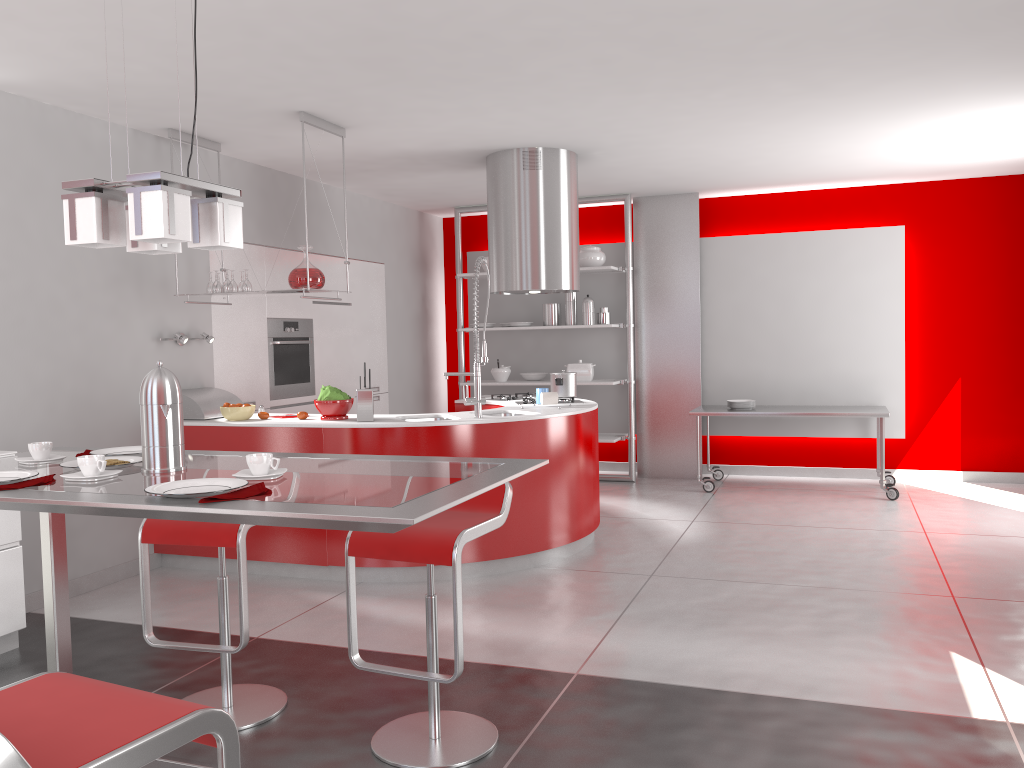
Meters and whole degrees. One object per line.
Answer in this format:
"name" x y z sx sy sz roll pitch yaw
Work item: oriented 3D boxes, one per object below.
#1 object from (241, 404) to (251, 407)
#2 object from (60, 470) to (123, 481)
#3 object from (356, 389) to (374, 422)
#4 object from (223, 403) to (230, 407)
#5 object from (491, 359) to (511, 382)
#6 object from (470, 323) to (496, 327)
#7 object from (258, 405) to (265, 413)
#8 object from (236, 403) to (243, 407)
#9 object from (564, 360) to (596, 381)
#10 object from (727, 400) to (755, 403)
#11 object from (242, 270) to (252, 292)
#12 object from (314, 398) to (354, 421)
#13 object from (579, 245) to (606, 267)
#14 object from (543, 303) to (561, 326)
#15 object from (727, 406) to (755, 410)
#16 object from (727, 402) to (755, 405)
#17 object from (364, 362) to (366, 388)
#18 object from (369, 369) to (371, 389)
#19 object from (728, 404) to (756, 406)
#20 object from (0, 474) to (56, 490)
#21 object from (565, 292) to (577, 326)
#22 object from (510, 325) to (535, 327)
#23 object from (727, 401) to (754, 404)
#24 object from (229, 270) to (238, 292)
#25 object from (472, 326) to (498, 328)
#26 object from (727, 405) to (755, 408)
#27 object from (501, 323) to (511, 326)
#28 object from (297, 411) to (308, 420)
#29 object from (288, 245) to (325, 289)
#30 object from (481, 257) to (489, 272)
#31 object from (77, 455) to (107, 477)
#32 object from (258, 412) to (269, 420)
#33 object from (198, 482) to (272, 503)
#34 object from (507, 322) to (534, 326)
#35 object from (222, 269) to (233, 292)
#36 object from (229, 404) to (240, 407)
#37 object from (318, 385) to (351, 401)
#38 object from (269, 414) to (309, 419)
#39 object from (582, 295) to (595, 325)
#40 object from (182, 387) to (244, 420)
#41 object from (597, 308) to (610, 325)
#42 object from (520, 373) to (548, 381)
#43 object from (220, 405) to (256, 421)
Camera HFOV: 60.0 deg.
"object" -1.577 0.141 5.261 0.066 0.049 0.062 0 3 28
"object" -1.040 0.227 2.195 0.119 0.016 0.119 0 3 18
"object" -0.828 0.117 4.999 0.091 0.178 0.137 -2 3 -7
"object" -1.687 0.139 5.277 0.055 0.058 0.066 -1 3 6
"object" -0.105 -0.129 8.380 0.192 0.214 0.192 -1 3 7
"object" -0.274 -0.547 8.369 0.244 0.042 0.244 -1 3 5
"object" -1.569 0.165 5.557 0.043 0.066 0.042 1 3 33
"object" -1.631 0.141 5.302 0.066 0.049 0.062 0 3 17
"object" 0.630 -0.125 8.171 0.282 0.197 0.235 -1 3 10
"object" 1.953 0.152 7.563 0.228 0.020 0.228 -1 3 2
"object" -1.580 -0.609 5.282 0.060 0.141 0.060 0 3 20
"object" -1.032 0.147 5.145 0.229 0.118 0.228 -2 3 -9
"object" 0.716 -1.159 8.112 0.287 0.222 0.287 -3 3 -26
"object" 0.364 -0.636 8.187 0.184 0.205 0.172 0 3 25
"object" 1.955 0.203 7.566 0.228 0.020 0.228 -1 3 2
"object" 1.954 0.172 7.564 0.228 0.020 0.228 -1 3 2
"object" -0.832 0.039 5.023 0.014 0.322 0.150 -2 3 -9
"object" -0.803 0.055 5.018 0.012 0.279 0.130 -2 3 -9
"object" 1.954 0.182 7.565 0.228 0.020 0.228 -1 3 2
"object" -1.143 0.235 2.106 0.095 0.012 0.234 0 3 19
"object" 0.538 -0.696 8.074 0.109 0.329 0.110 0 3 18
"object" 0.080 -0.534 8.225 0.280 0.015 0.280 -4 4 -40
"object" 1.954 0.162 7.564 0.228 0.020 0.228 -1 3 2
"object" -1.674 -0.609 5.315 0.060 0.141 0.060 0 3 20
"object" -0.273 -0.533 8.370 0.280 0.015 0.280 -3 3 -33
"object" 1.954 0.192 7.565 0.228 0.020 0.228 -1 3 2
"object" 0.001 -0.560 8.504 0.244 0.042 0.244 -1 3 12
"object" -1.226 0.184 5.193 0.064 0.048 0.063 -1 3 -2
"object" -1.209 -0.677 5.209 0.213 0.266 0.213 -4 4 -42
"object" -0.188 -1.136 8.385 0.231 0.191 0.231 -3 3 -29
"object" -1.036 0.203 2.187 0.062 0.049 0.078 -3 3 -30
"object" -1.473 0.189 5.262 0.065 0.047 0.063 0 3 20
"object" -0.562 0.232 1.899 0.095 0.012 0.234 0 3 19
"object" 0.079 -0.548 8.225 0.244 0.042 0.244 -1 3 5
"object" -1.679 -0.604 5.230 0.060 0.141 0.060 -1 3 -3
"object" -1.639 0.144 5.240 0.065 0.052 0.062 -1 3 5
"object" -1.023 0.094 5.140 0.198 0.182 0.193 0 3 26
"object" -1.377 0.198 5.414 0.168 0.006 0.266 -4 4 -43
"object" 0.685 -0.666 7.969 0.115 0.274 0.115 -1 3 13
"object" -1.905 0.117 5.519 0.300 0.170 0.400 0 3 20
"object" 0.838 -0.619 8.116 0.127 0.157 0.127 0 3 31
"object" 0.210 -0.067 8.426 0.272 0.072 0.272 -2 3 -16
"object" -1.623 0.173 5.254 0.201 0.086 0.201 0 3 21
